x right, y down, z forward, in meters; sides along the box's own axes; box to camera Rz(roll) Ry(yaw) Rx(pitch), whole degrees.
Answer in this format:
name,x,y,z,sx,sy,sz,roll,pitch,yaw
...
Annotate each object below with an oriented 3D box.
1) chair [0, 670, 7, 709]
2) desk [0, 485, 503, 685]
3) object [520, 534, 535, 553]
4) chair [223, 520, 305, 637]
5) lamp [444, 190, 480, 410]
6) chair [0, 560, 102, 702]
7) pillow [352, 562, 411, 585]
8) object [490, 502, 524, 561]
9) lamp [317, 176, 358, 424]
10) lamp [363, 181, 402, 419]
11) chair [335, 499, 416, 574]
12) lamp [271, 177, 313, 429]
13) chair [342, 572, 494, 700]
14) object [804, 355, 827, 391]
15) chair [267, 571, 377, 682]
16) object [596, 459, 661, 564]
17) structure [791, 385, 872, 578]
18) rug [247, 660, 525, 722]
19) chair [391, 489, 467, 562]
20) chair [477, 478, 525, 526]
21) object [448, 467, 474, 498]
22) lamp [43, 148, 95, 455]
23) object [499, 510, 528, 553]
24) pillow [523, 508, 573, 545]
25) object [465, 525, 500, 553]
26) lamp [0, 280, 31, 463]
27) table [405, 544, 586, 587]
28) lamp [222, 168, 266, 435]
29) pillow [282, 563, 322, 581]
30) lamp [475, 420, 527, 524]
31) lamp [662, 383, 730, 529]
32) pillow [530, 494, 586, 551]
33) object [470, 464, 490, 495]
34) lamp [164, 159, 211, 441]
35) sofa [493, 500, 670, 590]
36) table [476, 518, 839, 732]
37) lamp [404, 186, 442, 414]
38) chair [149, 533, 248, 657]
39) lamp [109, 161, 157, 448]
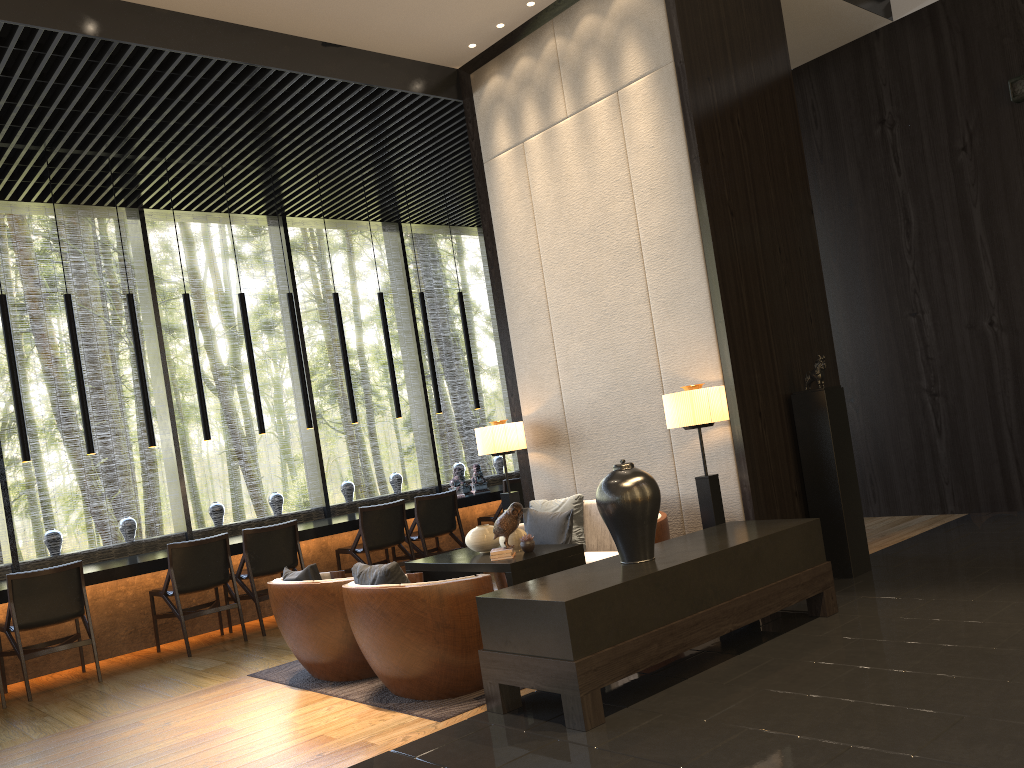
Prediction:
name,x,y,z,sx,sy,sz,roll,pitch,yaw
chair,-3.600,1.696,5.656,0.523,0.826,0.566,-8,-2,-41
desk,-10.281,2.404,0.304,28.617,0.759,1.790,-6,-4,-41
object,0.091,0.936,5.229,0.092,0.112,0.091,-9,-2,11
chair,-1.961,1.538,7.088,0.523,0.826,0.566,-8,-2,-41
lamp,-0.551,-0.927,9.468,0.060,2.419,0.060,-9,0,44
chair,-3.169,1.655,6.032,0.523,0.826,0.566,-8,-2,-41
pillow,-0.619,1.049,4.380,0.221,0.362,0.401,-8,-2,-41
object,-0.028,0.849,5.142,0.229,0.309,0.174,-9,-1,5
lamp,-1.685,-0.817,8.477,0.060,2.419,0.060,-9,0,44
lamp,-1.305,-0.854,8.809,0.060,2.419,0.060,-9,0,44
chair,-1.184,1.463,7.767,0.523,0.826,0.566,-8,-2,-41
lamp,-2.044,-0.783,8.164,0.060,2.419,0.060,-9,0,44
chair,-0.497,1.254,4.455,0.603,0.604,0.808,-7,-3,-41
object,1.958,-0.072,5.717,0.162,0.217,0.101,-10,-1,37
chair,-1.050,1.381,5.103,0.603,0.604,0.808,-7,-3,-41
object,0.569,0.607,4.266,0.313,0.492,0.310,-10,-2,38
structure,2.066,0.633,5.732,0.239,1.217,0.241,-8,-1,-41
rug,-0.138,1.562,5.416,2.232,0.008,2.052,-6,-5,-41
chair,-0.753,1.422,8.143,0.523,0.826,0.566,-8,-2,-41
chair,0.025,1.347,8.823,0.523,0.826,0.566,-8,-2,-41
object,-0.538,0.990,8.925,0.208,0.310,0.161,-9,-1,29
lamp,-3.468,-0.645,6.919,0.060,2.419,0.060,-9,0,44
object,0.002,0.882,5.326,0.174,0.257,0.175,-8,-1,-21
pillow,0.263,1.015,6.068,0.218,0.361,0.474,-8,-3,-44
object,-0.172,0.969,5.537,0.245,0.168,0.245,-9,-3,7
lamp,-3.808,-0.612,6.622,0.060,2.419,0.060,-8,0,-36
table,-0.093,1.295,5.423,0.573,0.517,1.047,-7,-4,-41
lamp,-2.395,-0.749,7.856,0.060,2.419,0.060,-9,0,44
pillow,-1.174,1.180,5.028,0.204,0.338,0.444,-8,-2,-34
lamp,-0.004,0.952,6.791,0.374,1.350,0.376,-9,-1,-12
lamp,1.199,0.676,5.382,0.375,1.350,0.375,-9,-1,6
pillow,0.311,0.998,6.246,0.434,0.399,0.200,-10,-1,27
object,-0.347,0.970,9.085,0.163,0.313,0.210,-8,-1,-16
lamp,-2.768,-0.713,7.531,0.060,2.419,0.060,-9,0,44
sofa,0.483,1.154,5.927,0.600,0.693,1.457,-7,-3,-41
table,0.784,1.088,4.354,1.952,0.512,0.623,-6,-4,-41
lamp,-0.931,-0.890,9.136,0.060,2.419,0.060,-9,0,44
chair,-2.392,1.580,6.711,0.523,0.826,0.566,-8,-2,-41
lamp,-3.114,-0.679,7.228,0.060,2.419,0.060,-9,0,44
